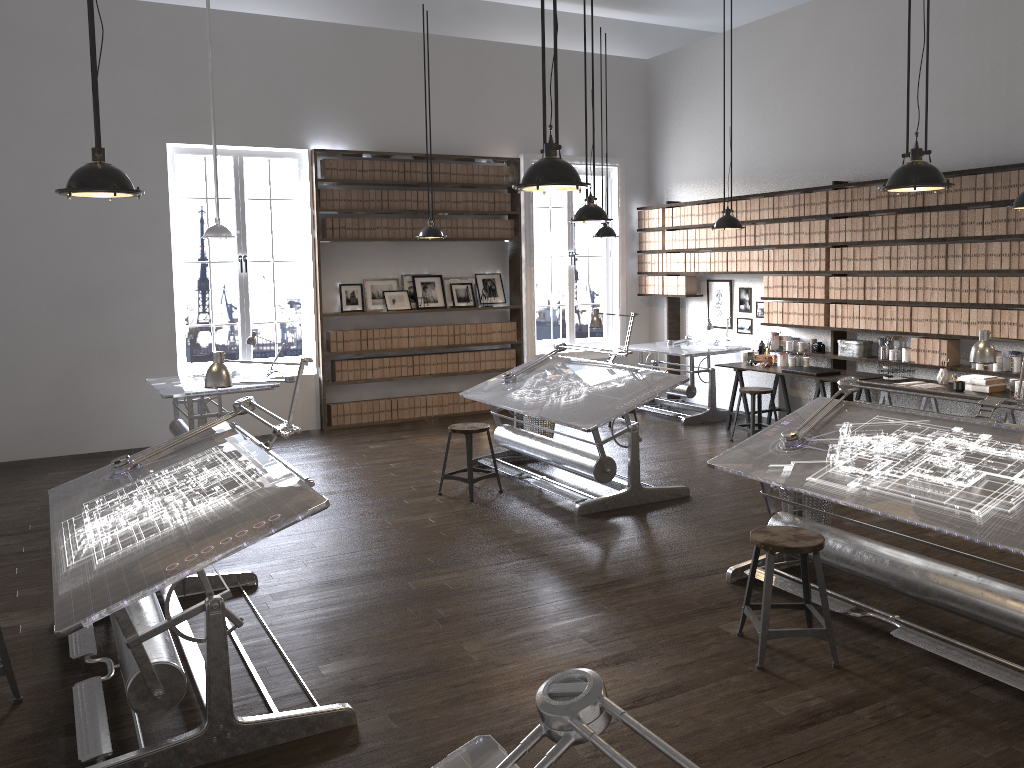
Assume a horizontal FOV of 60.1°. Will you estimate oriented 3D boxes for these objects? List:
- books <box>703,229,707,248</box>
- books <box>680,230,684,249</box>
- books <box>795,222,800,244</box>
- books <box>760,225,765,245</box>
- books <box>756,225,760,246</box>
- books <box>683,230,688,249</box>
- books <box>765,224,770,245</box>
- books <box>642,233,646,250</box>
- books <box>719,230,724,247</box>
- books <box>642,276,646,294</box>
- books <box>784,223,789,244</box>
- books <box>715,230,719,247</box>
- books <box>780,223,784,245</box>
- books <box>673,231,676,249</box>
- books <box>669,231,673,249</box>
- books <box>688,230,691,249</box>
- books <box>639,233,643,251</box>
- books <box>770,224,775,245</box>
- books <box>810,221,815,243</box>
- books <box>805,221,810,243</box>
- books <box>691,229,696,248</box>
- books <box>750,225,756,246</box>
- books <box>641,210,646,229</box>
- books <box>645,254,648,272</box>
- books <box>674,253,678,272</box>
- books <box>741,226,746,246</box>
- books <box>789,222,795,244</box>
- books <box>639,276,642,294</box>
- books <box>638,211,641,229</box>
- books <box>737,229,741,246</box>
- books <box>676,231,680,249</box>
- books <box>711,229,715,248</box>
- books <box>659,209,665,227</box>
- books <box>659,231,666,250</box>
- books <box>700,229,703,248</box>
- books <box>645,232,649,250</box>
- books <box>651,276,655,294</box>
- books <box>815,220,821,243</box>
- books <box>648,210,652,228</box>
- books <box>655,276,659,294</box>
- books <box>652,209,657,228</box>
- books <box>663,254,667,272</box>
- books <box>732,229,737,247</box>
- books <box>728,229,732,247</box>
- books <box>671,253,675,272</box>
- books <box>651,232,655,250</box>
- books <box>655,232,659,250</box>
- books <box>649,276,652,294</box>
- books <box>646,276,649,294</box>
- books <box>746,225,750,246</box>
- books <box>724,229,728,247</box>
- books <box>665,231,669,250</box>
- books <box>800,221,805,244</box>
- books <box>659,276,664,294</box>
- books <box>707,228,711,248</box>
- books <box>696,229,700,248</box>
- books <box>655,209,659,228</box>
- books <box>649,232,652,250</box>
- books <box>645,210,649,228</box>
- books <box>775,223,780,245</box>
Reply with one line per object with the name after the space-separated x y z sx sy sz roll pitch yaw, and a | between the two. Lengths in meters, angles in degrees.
2.292 -1.678 10.212 0.175 0.225 0.067 -4 6 -28 | books
2.096 -1.724 10.593 0.175 0.224 0.067 -4 6 -28 | books
2.953 -1.529 8.983 0.175 0.225 0.067 -4 6 -28 | books
2.724 -1.581 9.406 0.174 0.225 0.067 -4 6 -28 | books
2.695 -1.589 9.471 0.175 0.225 0.067 -4 6 -28 | books
2.126 -1.716 10.525 0.175 0.225 0.067 -4 6 -28 | books
2.761 -1.573 9.346 0.174 0.225 0.067 -4 6 -28 | books
1.739 -1.810 11.250 0.175 0.225 0.067 -4 6 -28 | books
2.424 -1.649 9.974 0.175 0.225 0.067 -4 6 -28 | books
1.745 -1.264 11.301 0.175 0.225 0.067 -4 6 -28 | books
2.884 -1.544 9.108 0.175 0.224 0.067 -4 6 -28 | books
2.388 -1.657 10.034 0.175 0.225 0.067 -4 6 -28 | books
2.856 -1.551 9.164 0.175 0.224 0.067 -4 6 -28 | books
2.029 -1.737 10.703 0.175 0.225 0.067 -4 6 -28 | books
1.995 -1.745 10.767 0.175 0.225 0.067 -4 6 -28 | books
2.166 -1.708 10.462 0.175 0.225 0.067 -4 6 -28 | books
1.709 -1.817 11.313 0.175 0.225 0.067 -4 6 -28 | books
2.794 -1.566 9.283 0.175 0.225 0.067 -4 6 -28 | books
3.050 -1.508 8.802 0.175 0.224 0.067 -4 6 -28 | books
3.014 -1.514 8.858 0.175 0.225 0.067 -4 6 -28 | books
2.195 -1.701 10.397 0.174 0.225 0.067 -4 6 -28 | books
2.655 -1.596 9.534 0.175 0.225 0.067 -4 6 -28 | books
1.729 -2.085 11.233 0.175 0.225 0.067 -4 6 -28 | books
1.771 -1.533 11.230 0.174 0.225 0.067 -4 6 -28 | books
2.052 -1.469 10.703 0.175 0.225 0.067 -4 6 -28 | books
2.587 -1.612 9.668 0.175 0.224 0.067 -4 6 -28 | books
2.917 -1.537 9.044 0.175 0.225 0.067 -4 6 -28 | books
1.715 -1.272 11.370 0.175 0.225 0.067 -4 6 -28 | books
1.694 -2.093 11.297 0.175 0.225 0.067 -4 6 -28 | books
2.553 -1.619 9.721 0.175 0.225 0.067 -4 6 -28 | books
2.063 -1.731 10.649 0.175 0.224 0.067 -4 6 -28 | books
2.355 -1.664 10.099 0.175 0.224 0.067 -4 6 -28 | books
1.898 -2.048 10.923 0.175 0.224 0.067 -4 6 -28 | books
1.903 -1.774 10.952 0.174 0.225 0.067 -4 6 -28 | books
2.265 -1.686 10.274 0.175 0.225 0.067 -4 6 -28 | books
1.775 -1.802 11.187 0.175 0.224 0.067 -4 6 -28 | books
1.839 -1.242 11.122 0.175 0.225 0.067 -4 6 -28 | books
3.078 -1.501 8.745 0.175 0.224 0.067 -4 6 -28 | books
1.802 -2.071 11.112 0.174 0.225 0.067 -4 6 -28 | books
1.873 -1.234 11.058 0.175 0.225 0.067 -4 6 -28 | books
1.833 -2.063 11.049 0.175 0.225 0.067 -4 6 -28 | books
1.948 -1.491 10.887 0.175 0.225 0.067 -4 6 -28 | books
2.519 -1.626 9.785 0.175 0.225 0.067 -4 6 -28 | books
2.488 -1.634 9.850 0.174 0.225 0.067 -4 6 -28 | books
2.021 -1.477 10.765 0.174 0.225 0.067 -4 6 -28 | books
1.833 -1.788 11.071 0.175 0.225 0.067 -4 6 -28 | books
1.870 -1.781 11.014 0.175 0.225 0.067 -4 6 -28 | books
1.814 -1.249 11.179 0.175 0.224 0.067 -4 6 -28 | books
1.785 -1.256 11.238 0.175 0.224 0.067 -4 6 -28 | books
2.625 -1.604 9.602 0.175 0.224 0.067 -4 6 -28 | books
2.459 -1.642 9.914 0.174 0.225 0.067 -4 6 -28 | books
1.964 -1.753 10.832 0.174 0.225 0.067 -4 6 -28 | books
2.988 -1.522 8.923 0.174 0.225 0.067 -4 6 -28 | books
1.910 -1.227 10.996 0.174 0.225 0.067 -4 6 -28 | books
2.327 -1.671 10.155 0.175 0.224 0.067 -4 6 -28 | books
2.232 -1.693 10.336 0.174 0.225 0.067 -4 6 -28 | books
1.863 -2.055 10.985 0.175 0.225 0.067 -4 6 -28 | books
1.805 -1.795 11.132 0.175 0.224 0.067 -4 6 -28 | books
1.766 -2.078 11.171 0.174 0.225 0.067 -4 6 -28 | books
2.821 -1.558 9.221 0.175 0.225 0.067 -4 6 -28 | books
